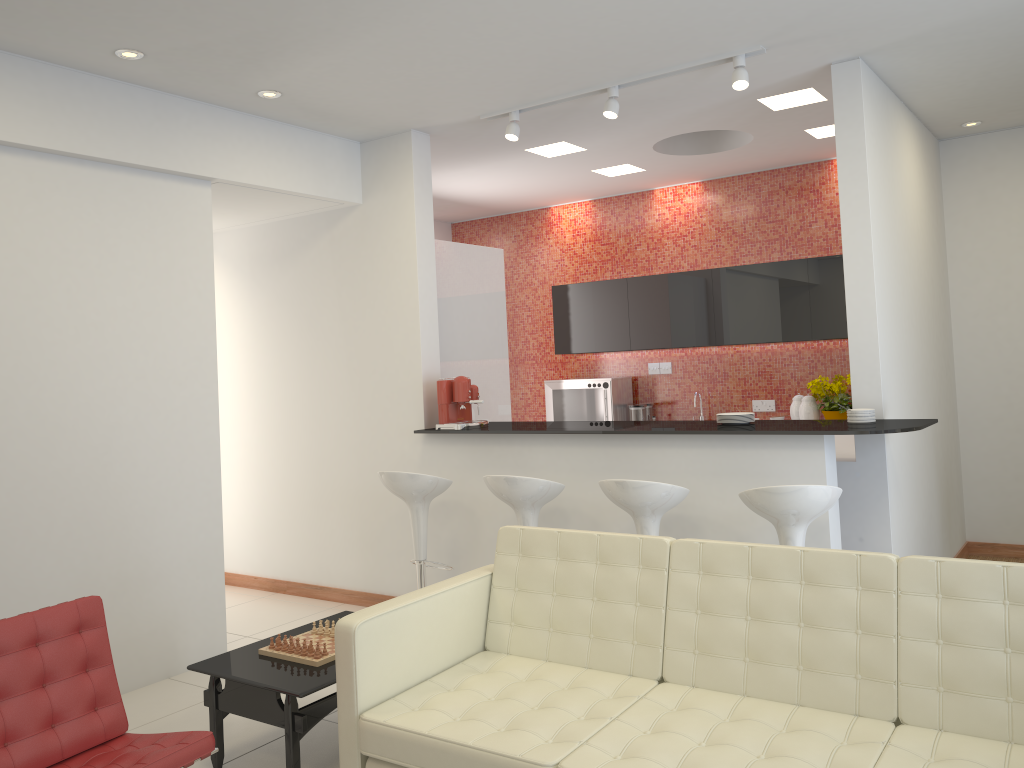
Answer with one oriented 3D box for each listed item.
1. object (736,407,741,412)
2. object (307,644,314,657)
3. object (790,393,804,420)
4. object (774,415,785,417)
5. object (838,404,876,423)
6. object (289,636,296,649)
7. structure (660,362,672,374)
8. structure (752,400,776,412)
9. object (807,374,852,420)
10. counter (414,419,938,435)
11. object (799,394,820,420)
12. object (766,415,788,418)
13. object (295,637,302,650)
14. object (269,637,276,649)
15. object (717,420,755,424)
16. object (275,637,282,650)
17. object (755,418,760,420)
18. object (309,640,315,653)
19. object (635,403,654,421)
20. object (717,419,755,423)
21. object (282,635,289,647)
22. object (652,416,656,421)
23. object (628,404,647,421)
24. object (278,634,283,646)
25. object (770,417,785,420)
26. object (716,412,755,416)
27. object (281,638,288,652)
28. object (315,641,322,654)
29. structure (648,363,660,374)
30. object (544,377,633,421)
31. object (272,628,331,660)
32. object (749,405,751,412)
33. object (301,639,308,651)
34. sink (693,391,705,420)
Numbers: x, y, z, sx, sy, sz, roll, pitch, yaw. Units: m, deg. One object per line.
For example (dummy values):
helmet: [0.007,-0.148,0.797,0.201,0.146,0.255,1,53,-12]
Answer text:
object: [1.945,0.277,7.398,0.011,0.178,0.164,-1,-2,-42]
object: [-0.827,1.093,3.640,0.030,0.052,0.030,-4,-2,42]
object: [2.371,0.218,7.287,0.159,0.284,0.159,-3,-2,-4]
object: [2.221,0.272,7.405,0.234,0.009,0.008,-3,0,-31]
object: [1.830,0.150,4.688,0.173,0.098,0.140,-3,0,27]
object: [-0.936,1.097,3.763,0.030,0.050,0.030,-4,-2,42]
structure: [1.422,-0.146,8.184,0.114,0.105,0.008,-3,-2,35]
structure: [2.176,0.189,7.653,0.198,0.099,0.016,-3,-2,35]
object: [2.590,0.125,6.954,0.521,0.450,0.503,-3,-1,37]
counter: [0.794,0.250,5.151,2.959,0.019,0.736,-2,1,35]
object: [2.384,0.220,7.097,0.159,0.284,0.159,-3,-2,-4]
object: [2.209,0.273,7.380,0.234,0.009,0.008,-3,0,-26]
object: [-0.903,1.096,3.741,0.030,0.050,0.030,-4,-2,42]
object: [-1.024,1.104,3.776,0.030,0.044,0.030,-4,-2,42]
object: [1.258,0.216,4.976,0.210,0.015,0.210,-3,1,-11]
object: [-0.991,1.099,3.753,0.030,0.052,0.030,-4,-2,42]
object: [1.996,0.330,7.352,0.121,0.084,0.120,-3,0,-35]
object: [-0.837,1.094,3.695,0.030,0.050,0.030,-4,-2,42]
object: [1.235,0.288,8.201,0.172,0.216,0.171,-2,-1,-37]
object: [1.258,0.209,4.976,0.210,0.015,0.210,-3,1,-11]
object: [-0.968,1.099,3.786,0.030,0.050,0.030,-4,-2,42]
object: [1.296,0.339,8.066,0.037,0.093,0.037,-4,-2,35]
object: [1.135,0.297,7.988,0.172,0.216,0.171,-2,-1,-37]
object: [-1.001,1.100,3.809,0.030,0.050,0.030,-4,-2,42]
object: [2.218,0.318,7.397,0.121,0.084,0.121,-3,0,0]
object: [1.256,0.174,4.978,0.210,0.015,0.210,-3,1,-11]
object: [-0.959,1.097,3.731,0.030,0.055,0.030,-4,-2,42]
object: [-0.804,1.093,3.672,0.030,0.050,0.030,-4,-2,42]
structure: [1.323,-0.143,8.249,0.114,0.105,0.013,-3,-2,35]
object: [0.718,0.186,8.335,0.721,0.471,0.435,-3,-1,35]
object: [-0.828,1.115,3.810,0.346,0.001,0.350,-2,1,35]
object: [2.008,0.273,7.411,0.009,0.196,0.139,-3,-1,4]
object: [-0.870,1.095,3.718,0.030,0.050,0.030,-4,-2,42]
sink: [1.619,0.338,7.753,0.807,0.539,0.417,-3,-1,35]
